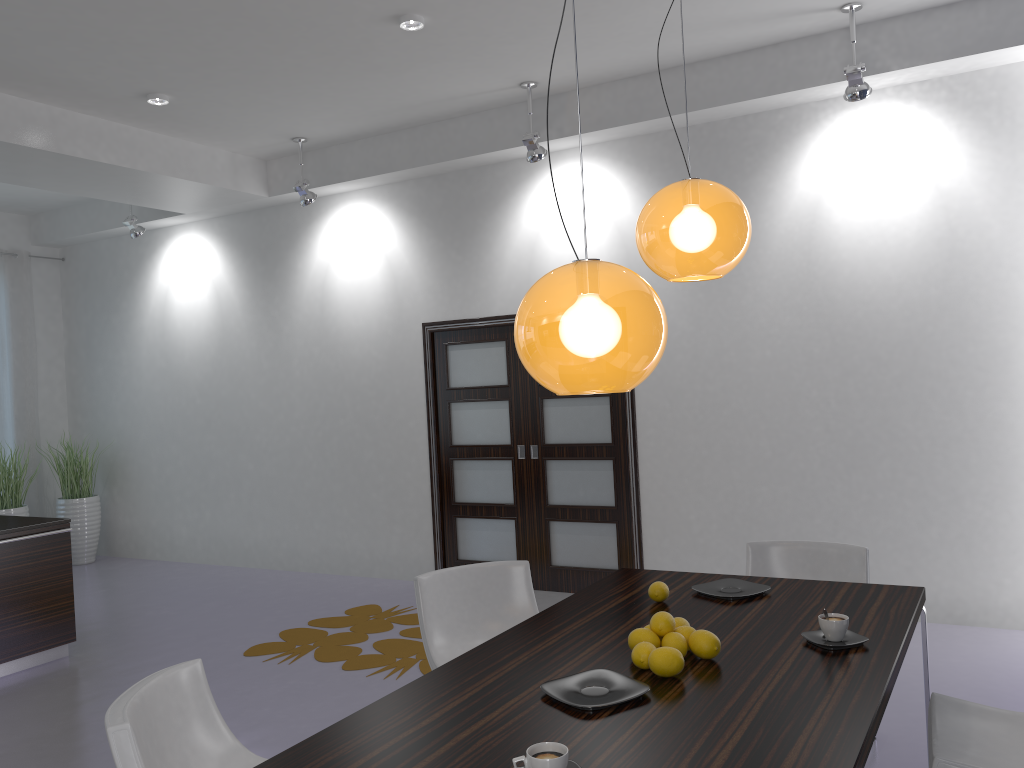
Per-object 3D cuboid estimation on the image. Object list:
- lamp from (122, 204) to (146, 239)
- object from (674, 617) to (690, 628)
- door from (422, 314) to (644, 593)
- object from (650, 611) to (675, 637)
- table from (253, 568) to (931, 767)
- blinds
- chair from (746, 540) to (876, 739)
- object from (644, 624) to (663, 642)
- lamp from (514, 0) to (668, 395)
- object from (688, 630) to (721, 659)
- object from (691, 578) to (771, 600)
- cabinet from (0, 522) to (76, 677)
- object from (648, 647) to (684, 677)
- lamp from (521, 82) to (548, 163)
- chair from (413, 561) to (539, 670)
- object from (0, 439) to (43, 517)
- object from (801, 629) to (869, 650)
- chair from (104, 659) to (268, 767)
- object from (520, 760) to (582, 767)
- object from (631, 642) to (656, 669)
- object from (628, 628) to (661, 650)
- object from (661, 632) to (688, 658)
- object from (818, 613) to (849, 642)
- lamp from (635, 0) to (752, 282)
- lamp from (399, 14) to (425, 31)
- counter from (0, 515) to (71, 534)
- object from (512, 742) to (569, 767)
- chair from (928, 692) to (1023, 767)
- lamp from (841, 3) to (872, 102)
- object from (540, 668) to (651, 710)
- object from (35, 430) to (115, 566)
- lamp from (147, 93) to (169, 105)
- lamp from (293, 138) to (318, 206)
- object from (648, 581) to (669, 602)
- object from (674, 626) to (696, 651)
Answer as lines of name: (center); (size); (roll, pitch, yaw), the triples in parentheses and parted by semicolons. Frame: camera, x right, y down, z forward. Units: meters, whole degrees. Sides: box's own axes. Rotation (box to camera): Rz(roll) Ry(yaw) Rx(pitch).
lamp: (-3.336, -1.533, 7.812); (0.150, 0.511, 0.185); (-3, 0, 30)
object: (0.485, 0.715, 2.581); (0.070, 0.068, 0.083); (-3, 0, 33)
door: (0.157, 0.505, 6.674); (1.764, 2.061, 0.220); (-3, 0, 30)
object: (0.422, 0.673, 2.482); (0.070, 0.068, 0.083); (-3, 0, 33)
table: (0.450, 1.143, 2.445); (1.127, 0.783, 2.046); (-3, 0, 30)
blinds: (-5.456, 0.263, 7.731); (0.120, 3.112, 2.830); (-3, 0, 30)
chair: (1.178, 1.090, 3.625); (0.508, 0.805, 0.620); (-3, 0, 30)
object: (0.410, 0.719, 2.534); (0.083, 0.068, 0.070); (-3, 0, -2)
lamp: (0.139, -0.964, 2.076); (0.358, 1.974, 0.359); (-3, 0, 35)
object: (0.524, 0.709, 2.414); (0.079, 0.077, 0.094); (-3, 0, -17)
object: (0.771, 0.725, 3.124); (0.232, 0.020, 0.232); (-3, 0, -32)
cabinet: (-4.092, 1.341, 4.406); (1.377, 0.852, 3.285); (-3, 0, 30)
object: (0.398, 0.716, 2.286); (0.094, 0.077, 0.079); (-3, 0, 3)
lamp: (0.137, -1.708, 5.834); (0.150, 0.511, 0.185); (-3, 0, 30)
chair: (-0.052, 1.155, 3.484); (0.508, 0.805, 0.620); (-3, 0, -25)
object: (-4.600, 1.115, 8.068); (0.656, 1.334, 0.713); (-3, 0, 30)
object: (0.909, 0.719, 2.497); (0.154, 0.020, 0.154); (-3, 0, -15)
chair: (-0.703, 1.193, 2.359); (0.620, 0.805, 0.508); (-3, 0, 0)
object: (0.071, 0.766, 1.700); (0.154, 0.020, 0.154); (-3, 0, -14)
object: (0.354, 0.723, 2.358); (0.070, 0.068, 0.083); (-3, 0, 33)
object: (0.367, 0.716, 2.454); (0.094, 0.080, 0.076); (-3, 0, 31)
object: (0.443, 0.716, 2.420); (0.069, 0.071, 0.081); (-3, 0, 7)
object: (0.901, 0.688, 2.505); (0.081, 0.064, 0.101); (-3, 0, -36)
lamp: (0.533, -1.151, 2.788); (0.359, 1.645, 0.358); (-3, 0, 40)
lamp: (-0.529, -1.909, 4.683); (0.132, 0.035, 0.132); (-3, 0, -17)
counter: (-4.112, 1.118, 4.413); (1.302, 1.300, 3.291); (-3, 0, 30)
object: (0.061, 0.735, 1.695); (0.101, 0.064, 0.081); (-3, 0, -34)
chair: (1.485, 1.078, 2.430); (0.620, 0.805, 0.508); (-3, 0, 25)
lamp: (1.873, -1.796, 4.844); (0.150, 0.511, 0.185); (-3, 0, 30)
object: (0.205, 0.757, 2.193); (0.232, 0.020, 0.232); (-3, 0, -32)
object: (-4.302, 1.097, 8.658); (0.713, 1.334, 0.656); (-3, 0, 14)
lamp: (-2.265, -1.821, 5.672); (0.132, 0.035, 0.132); (-3, 0, 2)
lamp: (-1.599, -1.620, 6.823); (0.150, 0.511, 0.185); (-3, 0, 30)
object: (0.504, 0.713, 3.039); (0.070, 0.068, 0.083); (-3, 0, 33)
object: (0.484, 0.716, 2.492); (0.083, 0.068, 0.070); (-3, 0, -2)
